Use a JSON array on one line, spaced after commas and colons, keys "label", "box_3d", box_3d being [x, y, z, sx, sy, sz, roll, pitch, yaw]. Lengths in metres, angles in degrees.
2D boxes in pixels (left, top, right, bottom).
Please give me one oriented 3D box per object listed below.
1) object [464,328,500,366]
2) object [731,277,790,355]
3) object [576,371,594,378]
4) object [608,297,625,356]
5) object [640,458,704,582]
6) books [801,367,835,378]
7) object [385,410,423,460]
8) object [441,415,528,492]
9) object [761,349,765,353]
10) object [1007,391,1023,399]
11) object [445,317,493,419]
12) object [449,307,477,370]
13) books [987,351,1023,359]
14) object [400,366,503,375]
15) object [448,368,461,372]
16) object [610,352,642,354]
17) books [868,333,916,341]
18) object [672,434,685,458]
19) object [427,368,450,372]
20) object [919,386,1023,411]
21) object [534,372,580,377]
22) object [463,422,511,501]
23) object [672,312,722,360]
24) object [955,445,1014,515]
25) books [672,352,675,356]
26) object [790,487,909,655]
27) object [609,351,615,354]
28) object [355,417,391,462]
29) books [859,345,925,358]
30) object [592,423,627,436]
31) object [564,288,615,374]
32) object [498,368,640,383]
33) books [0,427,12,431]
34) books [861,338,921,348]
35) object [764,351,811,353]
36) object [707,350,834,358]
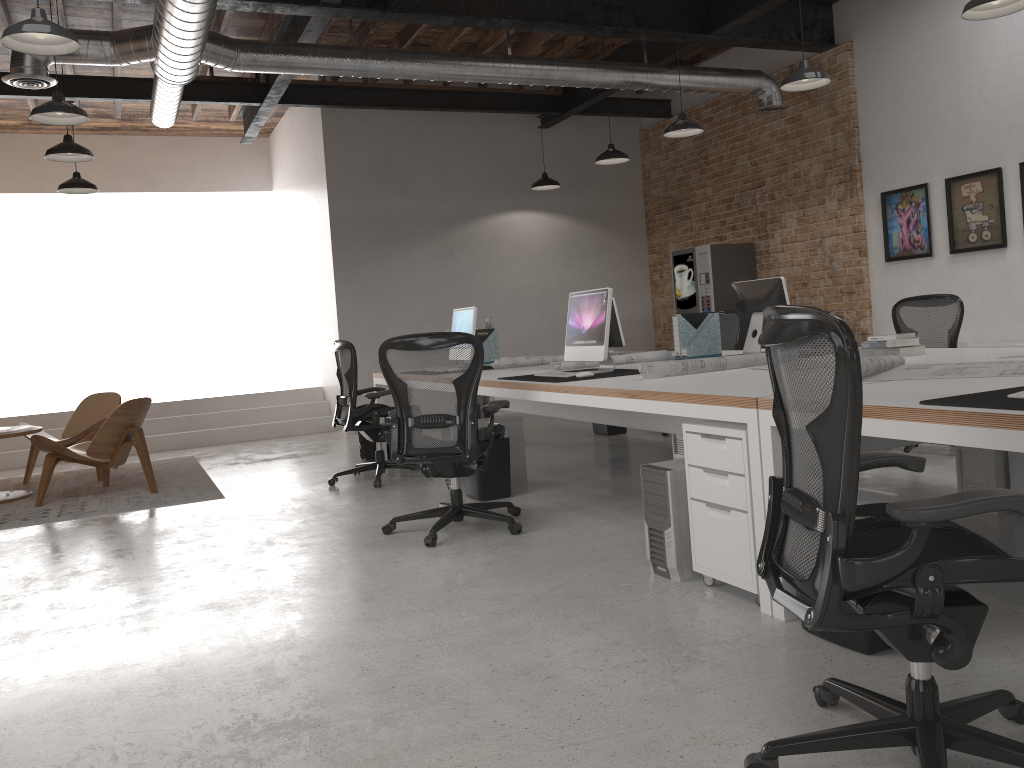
[{"label": "object", "box_3d": [-0.273, -0.328, 7.833, 0.281, 0.312, 0.150, -5, 2, -24]}, {"label": "object", "box_3d": [1.574, -0.419, 5.610, 0.190, 0.484, 0.483, -5, 2, -24]}, {"label": "object", "box_3d": [0.398, -0.052, 4.828, 0.106, 0.028, 0.059, -6, 4, -25]}, {"label": "object", "box_3d": [0.755, -0.476, 7.457, 0.190, 0.484, 0.483, -5, 2, -24]}, {"label": "object", "box_3d": [0.840, 0.549, 3.777, 0.542, 0.454, 0.221, -5, 2, -24]}, {"label": "books", "box_3d": [1.349, -0.049, 3.832, 0.200, 0.024, 0.236, -4, 4, 10]}, {"label": "object", "box_3d": [-0.925, 0.431, 7.600, 0.251, 0.465, 0.338, -5, 2, -24]}, {"label": "object", "box_3d": [-0.199, 0.478, 6.122, 0.542, 0.454, 0.221, -5, 2, -24]}, {"label": "object", "box_3d": [1.678, -0.224, 5.982, 0.106, 0.028, 0.059, -6, 4, -25]}, {"label": "object", "box_3d": [1.526, 0.031, 2.302, 0.119, 0.017, 0.439, -6, 4, -24]}, {"label": "object", "box_3d": [-0.366, -0.028, 8.423, 0.440, 1.209, 0.413, -3, 2, 44]}, {"label": "object", "box_3d": [-0.366, -0.366, 7.076, 0.190, 0.484, 0.483, -5, 2, -24]}, {"label": "books", "box_3d": [2.335, -0.135, 4.052, 0.243, 0.019, 0.206, -3, 4, 14]}, {"label": "object", "box_3d": [-0.456, -0.111, 7.047, 0.688, 0.008, 0.848, -6, 4, -24]}, {"label": "object", "box_3d": [-0.435, -0.110, 6.710, 0.106, 0.028, 0.059, -6, 3, -23]}, {"label": "object", "box_3d": [0.986, -0.265, 7.527, 0.119, 0.017, 0.439, -6, 4, -24]}, {"label": "books", "box_3d": [2.031, -0.251, 4.738, 0.153, 0.030, 0.185, -6, 4, -26]}, {"label": "object", "box_3d": [1.500, 0.307, 6.756, 0.544, 0.454, 0.221, -5, 2, -24]}, {"label": "object", "box_3d": [-0.561, -0.113, 7.013, 0.119, 0.017, 0.439, -6, 4, -24]}, {"label": "object", "box_3d": [1.642, 0.035, 2.313, 0.688, 0.008, 0.848, -6, 4, -24]}, {"label": "object", "box_3d": [0.273, -0.056, 5.131, 0.119, 0.017, 0.439, -6, 4, -24]}, {"label": "object", "box_3d": [-0.178, 0.495, 5.718, 0.251, 0.465, 0.338, -5, 2, -24]}, {"label": "object", "box_3d": [1.259, -0.328, 6.026, 0.281, 0.312, 0.150, -5, 2, -24]}, {"label": "object", "box_3d": [2.518, 0.377, 4.459, 0.544, 0.454, 0.221, -5, 2, -24]}, {"label": "books", "box_3d": [1.138, -0.216, 6.679, 0.200, 0.024, 0.236, -4, 4, 10]}, {"label": "object", "box_3d": [1.092, 0.583, 2.852, 0.251, 0.465, 0.338, -5, 2, -24]}, {"label": "object", "box_3d": [0.859, -0.281, 7.829, 0.106, 0.028, 0.059, -6, 4, -25]}, {"label": "object", "box_3d": [-1.132, 0.450, 7.905, 0.549, 0.429, 0.268, -6, 2, -26]}, {"label": "books", "box_3d": [2.037, -0.174, 4.757, 0.201, 0.050, 0.271, -6, 4, -26]}, {"label": "object", "box_3d": [0.920, 0.238, 8.411, 0.251, 0.465, 0.338, -5, 2, -24]}, {"label": "object", "box_3d": [0.468, -0.308, 5.194, 0.190, 0.484, 0.483, -5, 2, -24]}, {"label": "object", "box_3d": [0.381, -0.053, 5.158, 0.688, 0.008, 0.848, -6, 4, -23]}, {"label": "books", "box_3d": [-4.282, 0.369, 7.167, 0.350, 0.035, 0.256, -4, 4, 1]}, {"label": "books", "box_3d": [2.019, -0.219, 4.734, 0.193, 0.044, 0.258, -5, 4, -6]}, {"label": "object", "box_3d": [1.805, -0.208, 5.679, 0.119, 0.017, 0.439, -6, 4, -24]}, {"label": "object", "box_3d": [1.703, -0.185, 5.648, 0.688, 0.008, 0.848, -6, 4, -23]}]
